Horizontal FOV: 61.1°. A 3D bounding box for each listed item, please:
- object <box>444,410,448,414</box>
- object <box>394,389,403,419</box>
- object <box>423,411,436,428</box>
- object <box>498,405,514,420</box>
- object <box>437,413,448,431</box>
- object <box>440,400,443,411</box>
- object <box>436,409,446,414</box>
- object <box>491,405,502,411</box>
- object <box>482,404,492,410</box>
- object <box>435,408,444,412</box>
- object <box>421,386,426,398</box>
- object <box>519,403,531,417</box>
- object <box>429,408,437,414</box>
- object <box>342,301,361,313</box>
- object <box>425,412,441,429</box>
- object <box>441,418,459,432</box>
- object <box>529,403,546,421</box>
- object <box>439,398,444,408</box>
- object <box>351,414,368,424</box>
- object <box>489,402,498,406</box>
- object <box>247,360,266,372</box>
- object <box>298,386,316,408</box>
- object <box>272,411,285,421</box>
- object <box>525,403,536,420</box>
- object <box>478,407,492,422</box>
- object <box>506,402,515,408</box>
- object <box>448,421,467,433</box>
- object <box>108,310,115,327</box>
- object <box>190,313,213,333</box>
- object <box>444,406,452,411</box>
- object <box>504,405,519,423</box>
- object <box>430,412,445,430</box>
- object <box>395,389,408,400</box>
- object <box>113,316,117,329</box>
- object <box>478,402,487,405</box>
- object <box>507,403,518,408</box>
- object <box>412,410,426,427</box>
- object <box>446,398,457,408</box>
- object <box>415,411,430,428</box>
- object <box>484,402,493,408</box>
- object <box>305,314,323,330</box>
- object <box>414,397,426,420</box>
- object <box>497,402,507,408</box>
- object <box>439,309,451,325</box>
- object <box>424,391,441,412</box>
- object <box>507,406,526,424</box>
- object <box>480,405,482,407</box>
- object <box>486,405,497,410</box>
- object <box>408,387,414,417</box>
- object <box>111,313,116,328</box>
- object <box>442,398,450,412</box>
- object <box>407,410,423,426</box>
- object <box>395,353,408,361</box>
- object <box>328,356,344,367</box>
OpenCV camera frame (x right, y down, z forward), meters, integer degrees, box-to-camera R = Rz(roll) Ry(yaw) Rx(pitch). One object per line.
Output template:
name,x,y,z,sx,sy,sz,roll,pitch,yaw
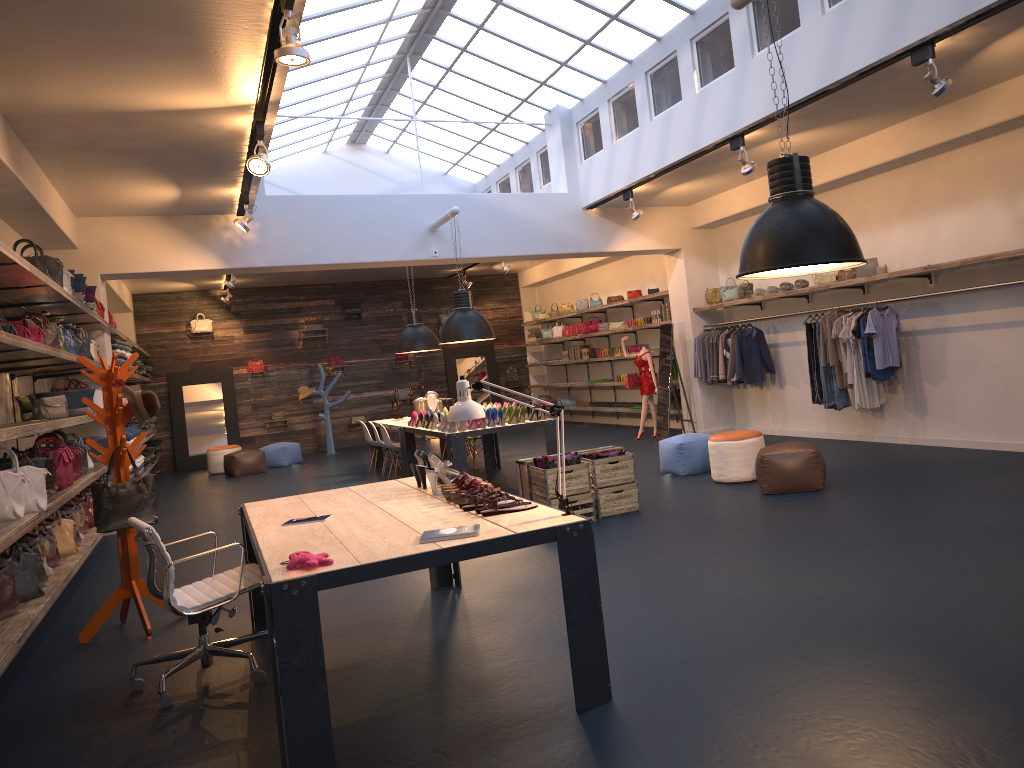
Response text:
object,-0.787,0.407,10.732,0.215,0.195,0.226,-6,0,-22
object,-1.797,0.309,13.591,0.145,0.469,0.134,-6,-1,-11
object,-0.999,0.432,10.647,0.212,0.195,0.230,-6,0,-14
object,-0.076,0.345,10.187,0.217,0.195,0.224,-6,0,-27
object,-0.741,0.422,9.891,0.219,0.195,0.222,-6,0,-36
object,-1.042,0.355,12.042,0.189,0.290,0.160,-5,-1,-34
object,-0.901,0.414,10.981,0.214,0.195,0.228,-6,0,-19
object,-0.207,0.354,10.418,0.215,0.195,0.226,-6,0,-22
object,-0.342,0.356,10.955,0.215,0.195,0.226,-6,0,-22
object,-0.949,0.413,11.220,0.218,0.195,0.223,-6,0,-31
object,-1.381,0.260,13.794,0.128,0.469,0.151,-7,-2,44
object,0.130,0.321,10.315,0.215,0.195,0.226,-6,0,-22
object,-1.049,0.418,11.468,0.215,0.195,0.226,-6,0,-22
object,-3.429,-1.646,18.601,0.450,0.232,0.164,-6,0,-31
object,-0.932,0.430,10.397,0.217,0.195,0.224,-6,0,-27
object,-0.681,0.422,9.633,0.218,0.195,0.223,-6,0,-31
object,0.294,0.315,9.812,0.215,0.195,0.226,-6,0,-22
object,-0.985,0.341,12.508,0.165,0.285,0.143,-5,-1,-24
object,-3.233,0.748,18.477,0.210,0.174,0.396,-6,1,45
object,-0.264,0.340,11.277,0.215,0.195,0.226,-6,0,-22
object,-5.204,-0.365,17.671,0.353,0.254,0.131,-6,-1,-14
object,-4.096,0.249,17.385,0.359,0.442,0.331,-6,0,-26
object,-4.787,0.657,17.773,0.293,0.175,0.095,-6,0,-45
object,0.203,0.319,10.060,0.215,0.195,0.226,-6,0,-22
object,-0.316,0.372,10.115,0.216,0.195,0.225,-6,0,-25
object,-0.030,0.327,10.801,0.216,0.195,0.225,-6,0,-26
object,-0.592,0.418,9.380,0.213,0.195,0.229,-6,0,-17
object,-4.891,-0.754,10.277,0.341,0.245,0.132,-6,-1,-26
object,-6.170,-1.215,17.264,0.462,0.386,0.176,-6,-1,-36
object,-0.852,0.396,11.552,0.212,0.195,0.230,-6,0,-16
object,-0.013,0.344,9.951,0.215,0.195,0.226,-6,0,-22
object,-0.856,0.428,10.152,0.211,0.195,0.231,-6,0,-14
object,-2.401,0.221,18.961,0.284,0.230,0.076,-6,-1,-9
object,-4.951,-0.752,10.456,0.343,0.245,0.131,-6,-1,-30
object,-0.421,0.346,11.745,0.215,0.195,0.226,-6,0,-22
object,-0.004,0.330,10.548,0.211,0.195,0.231,-6,0,-14
object,-1.187,0.441,11.114,0.215,0.195,0.233,-6,0,-11
object,-0.826,0.334,12.058,0.165,0.285,0.143,-5,-1,-24
object,-1.108,0.438,10.866,0.215,0.195,0.226,-6,0,-22
object,-0.333,0.342,11.508,0.215,0.195,0.226,-6,0,-22
object,-4.174,-1.303,18.227,0.368,0.335,0.157,-6,-1,-14
object,-1.254,0.355,12.034,0.189,0.336,0.182,-6,-1,-4
object,-0.131,0.331,11.047,0.212,0.195,0.230,-6,0,-15
object,-1.473,-1.510,19.524,0.399,0.367,0.161,-6,-1,-36
object,-1.082,0.302,11.843,0.218,0.412,0.185,-5,-1,-34
object,0.055,0.343,9.702,0.217,0.195,0.223,-6,0,-29
object,-0.471,0.365,11.162,0.217,0.195,0.224,-6,0,-27
object,-0.270,0.354,10.700,0.215,0.195,0.226,-6,0,-22
object,-1.596,0.285,13.687,0.132,0.469,0.147,-6,-1,21
object,-4.922,-0.753,10.362,0.339,0.245,0.133,-6,-1,-23
object,-0.907,0.338,12.286,0.165,0.285,0.143,-5,-1,-24
object,-1.260,0.443,11.358,0.217,0.195,0.224,-6,0,-28
object,-2.426,-0.623,19.021,0.265,0.243,0.202,-6,0,-27
object,-3.719,-0.489,18.368,0.347,0.255,0.127,-6,0,-36
